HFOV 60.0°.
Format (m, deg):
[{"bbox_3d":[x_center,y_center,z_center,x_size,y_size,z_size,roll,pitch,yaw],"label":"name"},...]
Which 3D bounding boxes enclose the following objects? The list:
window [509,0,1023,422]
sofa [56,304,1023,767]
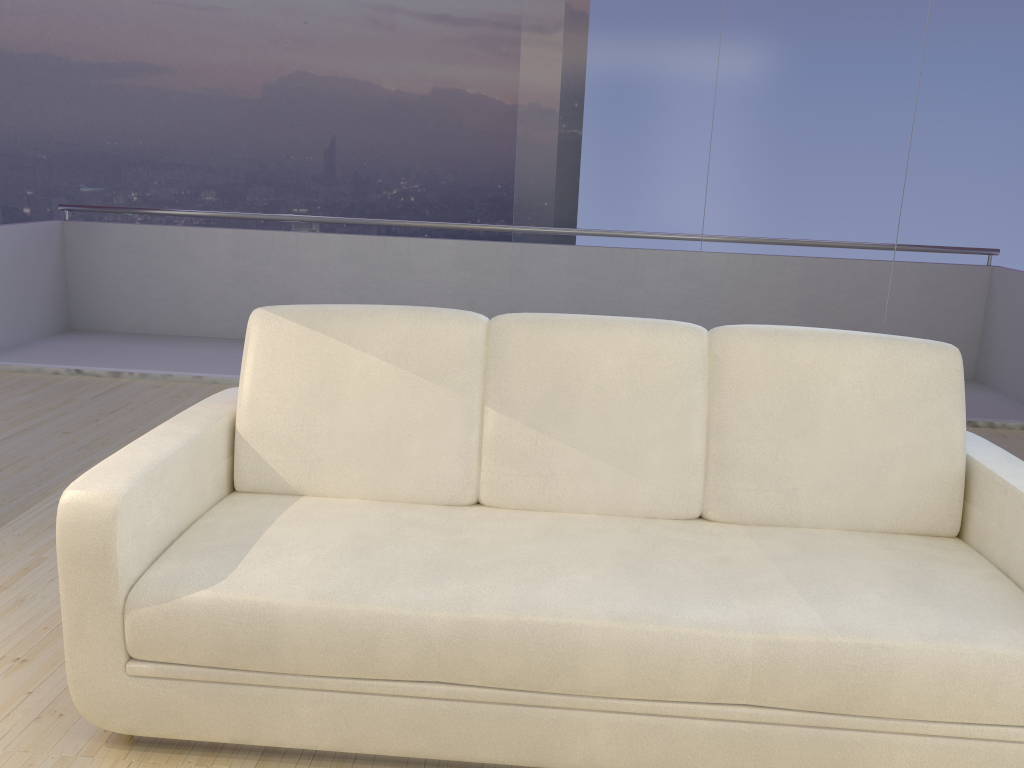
[{"bbox_3d":[1.515,-1.186,4.524,2.988,2.706,0.012,3,13,3],"label":"window"},{"bbox_3d":[0.194,0.302,2.154,2.166,0.862,0.941,3,13,3],"label":"sofa"}]
